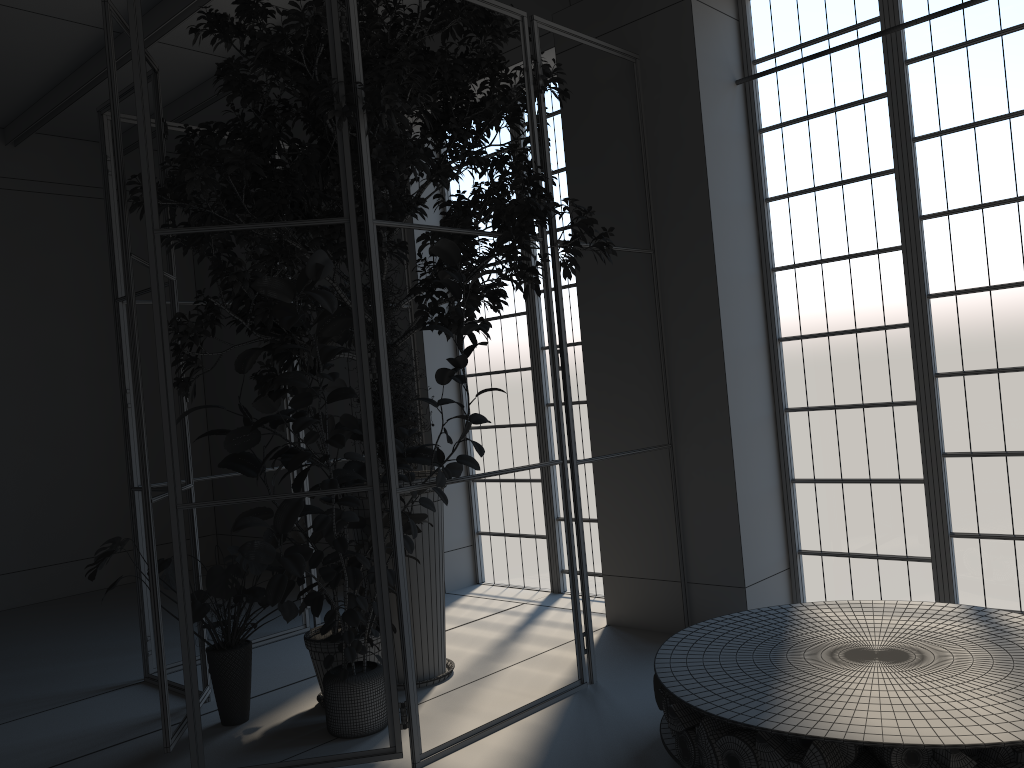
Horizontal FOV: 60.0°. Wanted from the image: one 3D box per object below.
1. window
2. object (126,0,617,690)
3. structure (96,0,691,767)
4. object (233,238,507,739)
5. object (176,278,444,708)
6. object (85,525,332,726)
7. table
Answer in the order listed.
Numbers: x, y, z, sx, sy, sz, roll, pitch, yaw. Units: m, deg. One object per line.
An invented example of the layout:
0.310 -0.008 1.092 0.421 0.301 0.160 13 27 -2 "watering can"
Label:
3.102 -0.609 3.866 9.755 3.834 0.070 -6 -1 43 "window"
-0.692 -0.460 4.671 2.486 4.154 2.243 -5 -1 15 "object"
-0.873 -0.053 5.069 2.452 3.454 2.994 -6 -1 43 "structure"
-0.721 0.527 4.005 1.253 2.183 1.309 -5 -1 -36 "object"
-1.046 0.553 4.574 1.270 2.157 0.868 -5 -1 -16 "object"
-1.410 1.184 4.316 0.920 1.001 1.125 -6 -1 40 "object"
1.412 1.219 3.400 1.708 0.387 1.709 -6 -1 35 "table"
